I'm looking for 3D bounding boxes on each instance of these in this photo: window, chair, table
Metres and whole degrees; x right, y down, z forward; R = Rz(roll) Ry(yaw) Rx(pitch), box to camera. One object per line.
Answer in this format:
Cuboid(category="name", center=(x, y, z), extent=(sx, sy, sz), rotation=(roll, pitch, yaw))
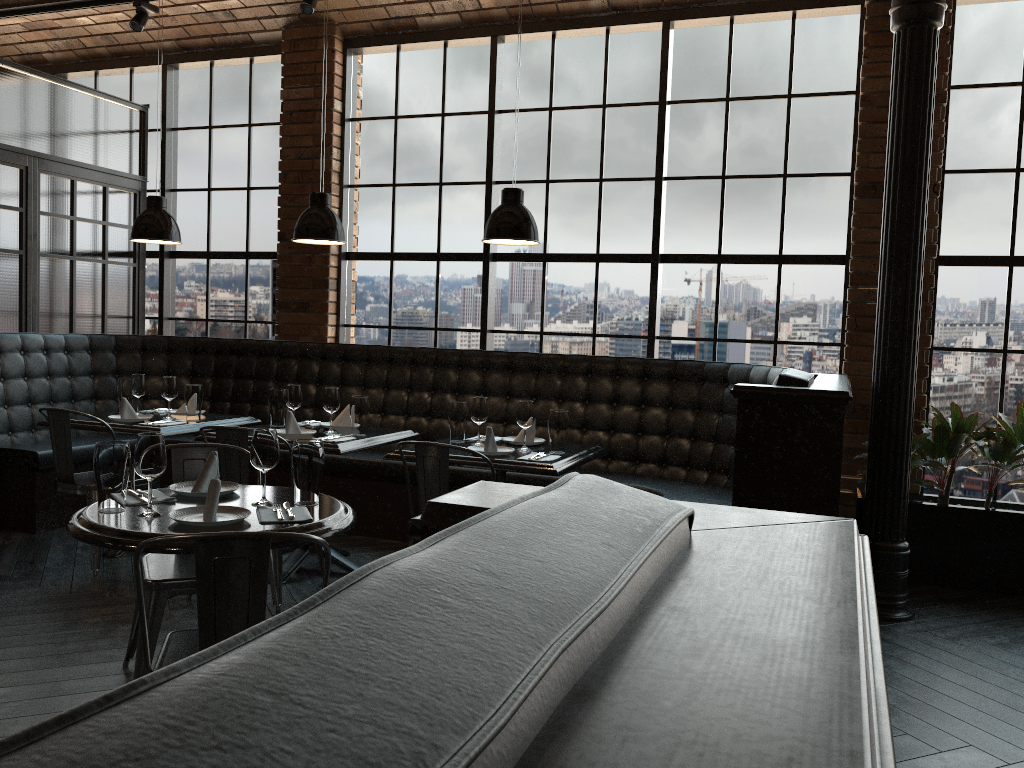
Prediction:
Cuboid(category="window", center=(-1.528, -1.010, 6.980), extent=(16.179, 3.253, 0.168), rotation=(3, 4, 20))
Cuboid(category="chair", center=(-0.247, 0.666, 4.078), extent=(0.504, 0.857, 0.558), rotation=(4, 4, 25))
Cuboid(category="chair", center=(-2.257, 0.541, 4.865), extent=(0.504, 0.857, 0.558), rotation=(4, 4, 25))
Cuboid(category="chair", center=(-1.157, 0.680, 3.281), extent=(0.504, 0.857, 0.558), rotation=(1, 4, -25))
Cuboid(category="table", center=(-2.116, 0.573, 5.248), extent=(0.872, 0.758, 0.872), rotation=(3, 4, 20))
Cuboid(category="table", center=(-1.096, 0.635, 4.869), extent=(0.872, 0.758, 0.872), rotation=(3, 4, 20))
Cuboid(category="chair", center=(-1.243, 0.609, 4.387), extent=(0.504, 0.857, 0.558), rotation=(3, 4, 15))
Cuboid(category="table", center=(-0.944, 0.765, 2.835), extent=(0.866, 0.758, 0.866), rotation=(1, 4, -16))
Cuboid(category="chair", center=(-0.733, 0.752, 2.352), extent=(0.504, 0.857, 0.558), rotation=(1, 4, -15))
Cuboid(category="table", center=(-0.064, 0.698, 4.484), extent=(0.872, 0.758, 0.872), rotation=(3, 4, 20))

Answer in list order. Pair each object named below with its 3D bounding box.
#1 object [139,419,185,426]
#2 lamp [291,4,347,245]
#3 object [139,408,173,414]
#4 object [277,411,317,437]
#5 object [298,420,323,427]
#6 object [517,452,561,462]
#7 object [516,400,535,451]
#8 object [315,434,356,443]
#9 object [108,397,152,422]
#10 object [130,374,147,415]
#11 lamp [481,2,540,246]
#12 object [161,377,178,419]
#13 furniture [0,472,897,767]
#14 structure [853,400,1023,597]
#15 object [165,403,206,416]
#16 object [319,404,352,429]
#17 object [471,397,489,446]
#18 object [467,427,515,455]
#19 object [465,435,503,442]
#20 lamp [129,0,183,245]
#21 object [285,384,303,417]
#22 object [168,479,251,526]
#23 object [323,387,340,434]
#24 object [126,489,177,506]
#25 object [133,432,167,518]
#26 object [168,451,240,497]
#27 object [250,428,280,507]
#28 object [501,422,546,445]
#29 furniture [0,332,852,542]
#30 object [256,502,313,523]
Cuboid(category="object", center=(-1.927, 0.212, 4.926), extent=(0.157, 0.019, 0.255), rotation=(4, 4, 21))
Cuboid(category="lamp", center=(-1.006, -1.585, 4.720), extent=(0.291, 1.653, 0.291), rotation=(-1, 5, -44))
Cuboid(category="object", center=(-2.211, 0.164, 5.517), extent=(0.157, 0.019, 0.255), rotation=(4, 4, 21))
Cuboid(category="object", center=(-1.140, 0.204, 4.642), extent=(0.232, 0.139, 0.232), rotation=(3, 4, 17))
Cuboid(category="object", center=(-1.190, 0.227, 5.136), extent=(0.157, 0.019, 0.255), rotation=(4, 4, 21))
Cuboid(category="object", center=(0.135, 0.337, 4.158), extent=(0.157, 0.019, 0.255), rotation=(4, 4, 21))
Cuboid(category="object", center=(0.066, 0.206, 4.399), extent=(0.092, 0.244, 0.092), rotation=(1, 4, -19))
Cuboid(category="object", center=(-0.906, 0.274, 4.546), extent=(0.157, 0.019, 0.255), rotation=(4, 4, 21))
Cuboid(category="object", center=(-2.161, 0.142, 5.023), extent=(0.232, 0.139, 0.232), rotation=(3, 4, 17))
Cuboid(category="object", center=(-2.228, 0.064, 5.289), extent=(0.092, 0.244, 0.092), rotation=(0, 4, -30))
Cuboid(category="lamp", center=(0.026, -1.523, 4.335), extent=(0.291, 1.653, 0.291), rotation=(1, 4, -24))
Cuboid(category="object", center=(-1.996, 0.080, 5.167), extent=(0.092, 0.244, 0.092), rotation=(0, 4, -30))
Cuboid(category="furniture", center=(-2.515, 0.586, 1.057), extent=(5.451, 1.212, 1.979), rotation=(3, 4, 20))
Cuboid(category="structure", center=(3.949, 0.688, 4.583), extent=(4.107, 1.072, 0.757), rotation=(3, 4, 19))
Cuboid(category="object", center=(-2.000, 0.123, 5.436), extent=(0.232, 0.139, 0.232), rotation=(3, 4, 14))
Cuboid(category="object", center=(-0.979, 0.185, 5.056), extent=(0.232, 0.139, 0.232), rotation=(3, 4, 14))
Cuboid(category="object", center=(-0.166, 0.190, 4.521), extent=(0.092, 0.244, 0.092), rotation=(1, 4, -19))
Cuboid(category="object", center=(-0.099, 0.267, 4.255), extent=(0.232, 0.139, 0.232), rotation=(3, 4, 17))
Cuboid(category="object", center=(-0.149, 0.290, 4.749), extent=(0.157, 0.019, 0.255), rotation=(4, 4, 21))
Cuboid(category="lamp", center=(-2.037, -1.648, 5.104), extent=(0.291, 1.653, 0.291), rotation=(2, 3, -5))
Cuboid(category="object", center=(-1.207, 0.126, 4.909), extent=(0.092, 0.244, 0.092), rotation=(0, 4, -30))
Cuboid(category="object", center=(-0.886, 0.337, 2.608), extent=(0.232, 0.139, 0.232), rotation=(2, 4, -10))
Cuboid(category="object", center=(-0.974, 0.143, 4.787), extent=(0.092, 0.244, 0.092), rotation=(1, 4, -19))
Cuboid(category="object", center=(-1.190, 0.364, 2.873), extent=(0.157, 0.019, 0.255), rotation=(-1, 4, -39))
Cuboid(category="object", center=(-1.076, 0.270, 2.637), extent=(0.092, 0.244, 0.092), rotation=(3, 4, 20))
Cuboid(category="object", center=(-1.047, 0.306, 3.024), extent=(0.232, 0.139, 0.232), rotation=(1, 4, -25))
Cuboid(category="object", center=(-0.797, 0.267, 2.856), extent=(0.092, 0.244, 0.092), rotation=(3, 4, 20))
Cuboid(category="object", center=(0.062, 0.248, 4.668), extent=(0.232, 0.139, 0.232), rotation=(3, 4, 14))
Cuboid(category="furniture", center=(-0.850, 0.380, 5.484), extent=(5.451, 1.212, 1.979), rotation=(3, 4, 20))
Cuboid(category="object", center=(-0.705, 0.392, 2.733), extent=(0.157, 0.019, 0.255), rotation=(1, 4, -19))
